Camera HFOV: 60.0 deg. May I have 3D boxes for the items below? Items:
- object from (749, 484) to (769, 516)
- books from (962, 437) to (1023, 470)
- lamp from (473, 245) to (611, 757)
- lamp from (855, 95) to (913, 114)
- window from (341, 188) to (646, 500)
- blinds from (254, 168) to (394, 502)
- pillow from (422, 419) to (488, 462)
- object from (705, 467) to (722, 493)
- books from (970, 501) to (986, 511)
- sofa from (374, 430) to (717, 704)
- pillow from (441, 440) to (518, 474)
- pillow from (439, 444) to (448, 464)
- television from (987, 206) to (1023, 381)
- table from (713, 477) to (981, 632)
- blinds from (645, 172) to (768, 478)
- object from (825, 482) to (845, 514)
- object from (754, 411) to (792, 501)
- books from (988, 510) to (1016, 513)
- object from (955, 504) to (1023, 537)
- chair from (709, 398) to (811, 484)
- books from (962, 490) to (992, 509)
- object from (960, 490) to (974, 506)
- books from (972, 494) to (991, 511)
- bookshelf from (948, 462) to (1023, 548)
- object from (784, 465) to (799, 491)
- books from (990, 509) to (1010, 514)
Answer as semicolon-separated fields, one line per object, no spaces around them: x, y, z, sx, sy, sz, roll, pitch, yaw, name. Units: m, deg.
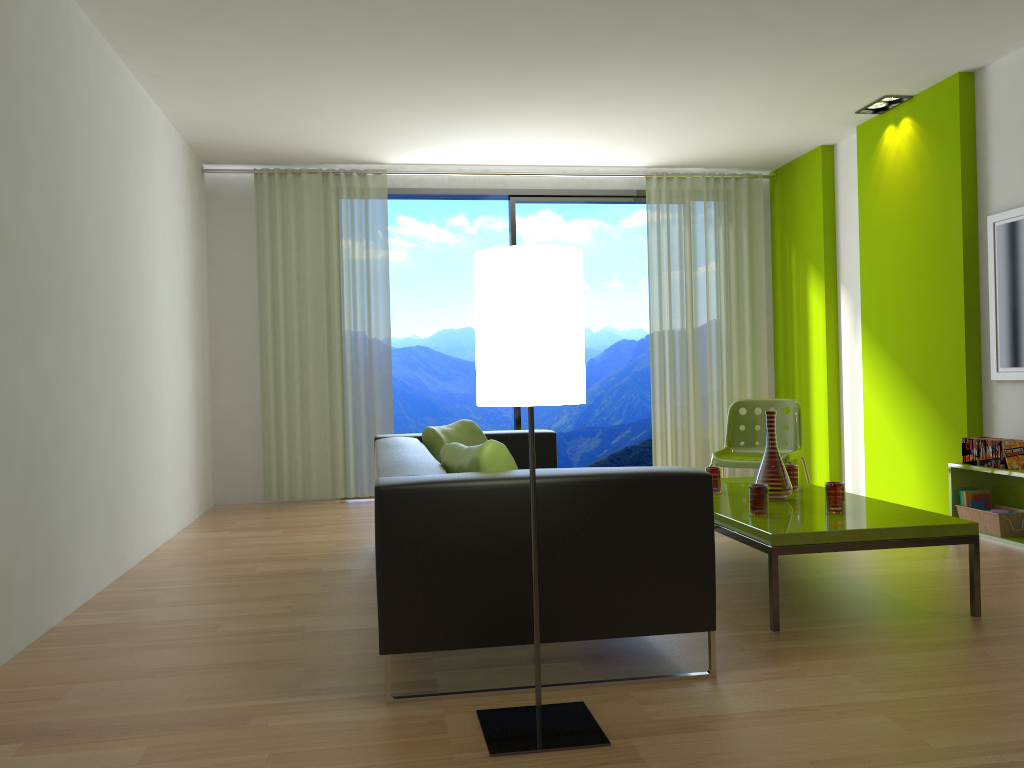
0.993;0.468;3.568;0.076;0.122;0.075;-1;0;26;object
2.630;0.374;4.812;0.147;0.150;0.370;-2;0;-9;books
0.057;0.280;2.316;0.302;1.244;0.295;-2;0;-9;lamp
2.400;-1.864;5.736;0.192;0.131;0.352;-2;0;-9;lamp
0.241;-0.354;7.402;3.336;2.498;0.219;-2;0;-9;window
-1.454;-0.391;6.912;1.012;2.568;0.067;-2;0;-9;blinds
-0.287;0.375;4.693;0.269;0.362;0.399;-1;0;40;pillow
0.977;0.465;4.302;0.076;0.122;0.075;-1;0;26;object
2.590;0.725;4.926;0.086;0.148;0.025;-2;0;-9;books
-0.055;0.583;3.848;1.061;0.639;2.583;-2;0;-9;sofa
-0.088;0.381;3.043;0.210;0.403;0.457;-2;0;-23;pillow
-0.161;0.396;3.430;0.164;0.317;0.380;-2;0;-25;pillow
2.843;-0.488;4.290;0.028;0.941;1.537;-2;0;-9;television
1.190;0.693;4.024;0.810;0.349;1.682;-2;0;-9;table
1.628;-0.473;7.390;1.012;2.568;0.067;-2;0;-9;blinds
1.303;0.460;3.578;0.076;0.122;0.075;-2;0;-43;object
1.165;0.321;3.976;0.168;0.400;0.168;-2;0;-23;object
2.640;0.705;4.769;0.143;0.025;0.182;-2;0;-9;books
2.627;0.741;4.833;0.213;0.129;0.367;-2;0;-9;object
1.485;0.475;5.368;0.640;0.759;0.546;-1;0;30;chair
2.608;0.697;4.965;0.158;0.202;0.051;-2;0;-9;books
2.605;0.698;4.989;0.158;0.200;0.040;-2;0;-9;object
2.623;0.706;4.944;0.105;0.182;0.031;-2;0;-9;books
2.762;0.634;4.261;0.306;0.378;1.630;-2;0;-9;bookshelf
1.351;0.456;4.304;0.076;0.122;0.075;-1;0;26;object
2.634;0.688;4.787;0.087;0.008;0.110;-1;0;31;books
